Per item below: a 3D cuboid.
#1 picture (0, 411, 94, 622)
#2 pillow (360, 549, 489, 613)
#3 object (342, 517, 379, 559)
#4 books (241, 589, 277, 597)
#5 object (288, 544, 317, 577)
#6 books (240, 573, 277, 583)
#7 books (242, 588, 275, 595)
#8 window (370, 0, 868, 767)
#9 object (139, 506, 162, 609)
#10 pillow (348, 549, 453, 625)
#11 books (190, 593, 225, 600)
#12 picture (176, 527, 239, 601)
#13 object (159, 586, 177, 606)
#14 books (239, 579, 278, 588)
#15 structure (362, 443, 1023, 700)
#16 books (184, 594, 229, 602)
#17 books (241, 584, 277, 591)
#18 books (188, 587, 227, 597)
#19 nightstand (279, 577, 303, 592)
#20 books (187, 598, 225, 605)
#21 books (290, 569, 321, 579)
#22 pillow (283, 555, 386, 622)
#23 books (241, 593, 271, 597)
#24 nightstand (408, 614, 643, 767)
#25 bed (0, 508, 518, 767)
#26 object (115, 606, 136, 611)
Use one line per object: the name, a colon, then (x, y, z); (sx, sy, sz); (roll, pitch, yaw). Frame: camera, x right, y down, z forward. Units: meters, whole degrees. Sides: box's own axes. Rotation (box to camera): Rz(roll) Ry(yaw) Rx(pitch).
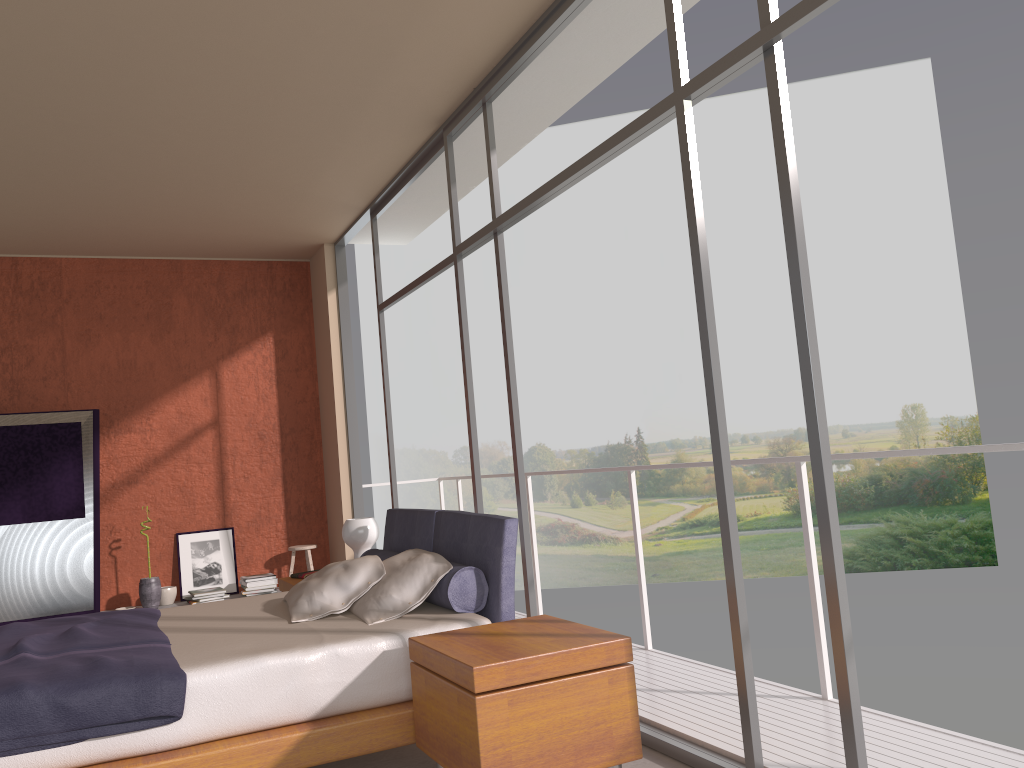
picture: (-3.668, 0.968, 6.513); (1.129, 1.496, 0.126); (-3, -6, -25)
pillow: (-0.472, 0.932, 4.303); (0.205, 0.201, 1.470); (-3, -6, -25)
object: (-0.906, 0.982, 5.353); (0.224, 0.338, 0.224); (-4, -5, -13)
books: (-2.060, 1.692, 7.223); (0.247, 0.018, 0.287); (-3, -6, -25)
object: (-1.755, 1.548, 7.530); (0.260, 0.349, 0.257); (-8, -6, 34)
books: (-2.070, 1.580, 7.233); (0.247, 0.025, 0.287); (-3, -6, -25)
books: (-2.055, 1.668, 7.201); (0.247, 0.025, 0.287); (-4, -5, -14)
window: (0.321, -0.090, 3.881); (0.075, 3.133, 6.106); (-3, -6, -25)
object: (-2.846, 1.355, 6.943); (0.165, 0.810, 0.165); (-5, -5, -2)
pillow: (-0.541, 0.900, 3.972); (0.400, 0.265, 0.791); (-3, -5, -22)
books: (-2.428, 1.679, 7.072); (0.247, 0.025, 0.287); (-3, -5, -23)
picture: (-2.530, 1.493, 7.373); (0.458, 0.550, 0.117); (-3, -6, -25)
object: (-2.783, 1.704, 7.116); (0.179, 0.137, 0.180); (-4, -5, -12)
books: (-2.065, 1.610, 7.225); (0.247, 0.038, 0.319); (-2, -6, -28)
structure: (0.689, 0.892, 4.140); (0.728, 1.005, 7.689); (-3, -6, -25)
books: (-2.435, 1.703, 7.082); (0.247, 0.018, 0.328); (-1, -7, -40)
books: (-2.062, 1.643, 7.222); (0.247, 0.027, 0.328); (-3, -5, -23)
books: (-2.433, 1.659, 7.078); (0.247, 0.018, 0.328); (-2, -6, -28)
nightstand: (-1.068, 1.456, 5.420); (0.562, 0.556, 0.628); (-3, -6, -25)
books: (-2.441, 1.725, 7.067); (0.247, 0.025, 0.287); (-2, -6, -28)
books: (-1.197, 1.183, 5.520); (0.247, 0.025, 0.287); (0, -7, -44)
pillow: (-0.856, 0.958, 4.217); (0.431, 0.264, 0.869); (-3, -5, -17)
books: (-2.056, 1.709, 7.216); (0.247, 0.018, 0.328); (-3, -5, -23)
nightstand: (0.030, 1.150, 3.038); (0.562, 0.556, 0.628); (-3, -6, -25)
bed: (-1.396, 1.154, 3.863); (2.462, 0.959, 2.017); (-3, -6, -25)
object: (-2.998, 1.759, 6.883); (0.152, 0.040, 0.152); (-6, -5, 10)
